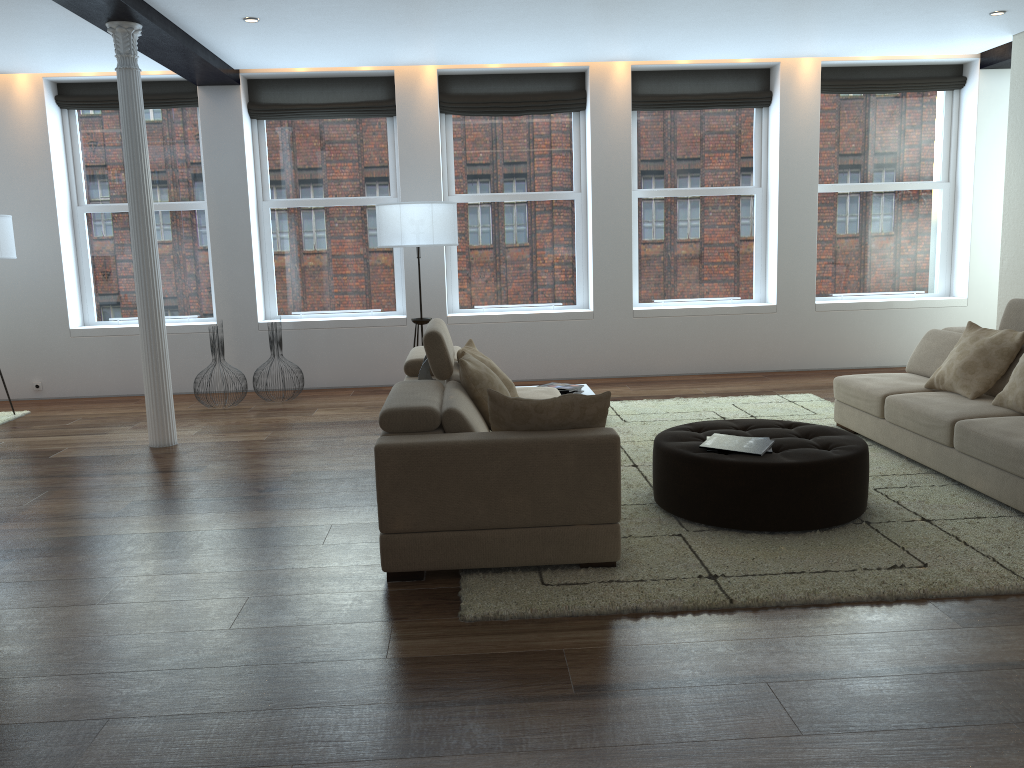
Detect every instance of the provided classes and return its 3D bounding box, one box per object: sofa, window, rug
[{"bbox_3d":[2.826,0.028,5.004,1.021,0.950,2.581,-2,9,-3],"label":"sofa"},{"bbox_3d":[-3.610,-1.715,8.725,1.391,2.400,0.123,-2,9,-3],"label":"window"},{"bbox_3d":[1.870,-1.923,8.989,1.443,2.400,0.123,-2,9,-3],"label":"window"},{"bbox_3d":[-1.802,-1.784,8.812,1.432,2.400,0.123,-2,9,-3],"label":"window"},{"bbox_3d":[1.188,0.482,5.423,2.972,0.020,4.231,-2,9,-3],"label":"rug"},{"bbox_3d":[3.769,-1.995,9.081,1.563,2.400,0.123,-2,9,-3],"label":"window"},{"bbox_3d":[-0.115,0.140,4.862,1.021,0.950,2.581,-2,9,-3],"label":"sofa"},{"bbox_3d":[0.031,-1.854,8.901,1.442,2.400,0.123,-2,9,-3],"label":"window"},{"bbox_3d":[-6.320,0.564,6.323,4.231,0.020,2.972,-2,9,-3],"label":"rug"}]

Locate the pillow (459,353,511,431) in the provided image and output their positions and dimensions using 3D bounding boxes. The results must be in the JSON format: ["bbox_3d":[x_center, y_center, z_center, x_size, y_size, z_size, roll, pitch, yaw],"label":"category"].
[{"bbox_3d":[-0.119,0.052,4.590,0.301,0.439,0.534,-2,9,1],"label":"pillow"}]

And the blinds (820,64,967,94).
[{"bbox_3d":[3.742,-3.041,8.851,1.563,0.275,0.156,-2,9,-3],"label":"blinds"}]

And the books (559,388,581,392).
[{"bbox_3d":[0.376,0.038,6.876,0.300,0.010,0.220,0,9,12],"label":"books"}]

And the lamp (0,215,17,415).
[{"bbox_3d":[-4.582,-0.561,7.599,0.698,1.728,0.698,2,10,21],"label":"lamp"}]

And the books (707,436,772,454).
[{"bbox_3d":[1.099,0.295,4.300,0.300,0.031,0.219,0,9,12],"label":"books"}]

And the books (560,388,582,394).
[{"bbox_3d":[0.362,0.051,6.857,0.300,0.010,0.220,2,10,22],"label":"books"}]

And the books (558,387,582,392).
[{"bbox_3d":[0.362,0.032,6.854,0.300,0.010,0.220,4,11,32],"label":"books"}]

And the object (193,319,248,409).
[{"bbox_3d":[-2.602,-0.181,7.871,0.458,0.781,0.458,-2,9,-4],"label":"object"}]

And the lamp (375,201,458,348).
[{"bbox_3d":[-0.800,-0.704,7.781,0.698,1.728,0.698,2,10,21],"label":"lamp"}]

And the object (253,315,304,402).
[{"bbox_3d":[-2.148,-0.232,8.108,0.458,0.781,0.458,-2,9,-4],"label":"object"}]

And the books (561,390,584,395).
[{"bbox_3d":[0.376,0.057,6.879,0.220,0.010,0.300,-10,12,-42],"label":"books"}]

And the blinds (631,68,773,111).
[{"bbox_3d":[1.844,-2.915,8.768,1.442,0.393,0.156,-2,9,-3],"label":"blinds"}]

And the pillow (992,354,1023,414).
[{"bbox_3d":[2.850,-0.060,4.733,0.301,0.439,0.534,-3,9,-6],"label":"pillow"}]

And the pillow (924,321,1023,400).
[{"bbox_3d":[2.804,-0.147,5.350,0.368,0.416,0.519,-3,9,-7],"label":"pillow"}]

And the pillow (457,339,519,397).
[{"bbox_3d":[-0.139,-0.035,5.208,0.368,0.416,0.519,-1,9,2],"label":"pillow"}]

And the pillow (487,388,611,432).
[{"bbox_3d":[0.160,0.184,3.855,0.518,0.393,0.395,-2,9,1],"label":"pillow"}]

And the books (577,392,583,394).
[{"bbox_3d":[0.363,0.070,6.860,0.300,0.010,0.220,4,11,32],"label":"books"}]

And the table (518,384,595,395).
[{"bbox_3d":[0.198,0.170,6.959,0.900,0.170,0.900,-2,9,-3],"label":"table"}]

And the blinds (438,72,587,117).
[{"bbox_3d":[0.006,-2.839,8.680,1.439,0.424,0.156,-2,9,-3],"label":"blinds"}]

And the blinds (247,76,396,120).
[{"bbox_3d":[-1.828,-2.773,8.575,1.431,0.395,0.183,-2,9,-3],"label":"blinds"}]

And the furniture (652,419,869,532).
[{"bbox_3d":[1.252,0.434,4.525,1.057,0.355,1.057,-2,9,-1],"label":"furniture"}]

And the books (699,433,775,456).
[{"bbox_3d":[1.085,0.291,4.277,0.301,0.040,0.220,4,11,32],"label":"books"}]

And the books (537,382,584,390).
[{"bbox_3d":[0.375,0.019,6.873,0.300,0.010,0.220,5,11,37],"label":"books"}]

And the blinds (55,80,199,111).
[{"bbox_3d":[-3.639,-2.766,8.494,1.396,0.275,0.156,-2,9,-3],"label":"blinds"}]
